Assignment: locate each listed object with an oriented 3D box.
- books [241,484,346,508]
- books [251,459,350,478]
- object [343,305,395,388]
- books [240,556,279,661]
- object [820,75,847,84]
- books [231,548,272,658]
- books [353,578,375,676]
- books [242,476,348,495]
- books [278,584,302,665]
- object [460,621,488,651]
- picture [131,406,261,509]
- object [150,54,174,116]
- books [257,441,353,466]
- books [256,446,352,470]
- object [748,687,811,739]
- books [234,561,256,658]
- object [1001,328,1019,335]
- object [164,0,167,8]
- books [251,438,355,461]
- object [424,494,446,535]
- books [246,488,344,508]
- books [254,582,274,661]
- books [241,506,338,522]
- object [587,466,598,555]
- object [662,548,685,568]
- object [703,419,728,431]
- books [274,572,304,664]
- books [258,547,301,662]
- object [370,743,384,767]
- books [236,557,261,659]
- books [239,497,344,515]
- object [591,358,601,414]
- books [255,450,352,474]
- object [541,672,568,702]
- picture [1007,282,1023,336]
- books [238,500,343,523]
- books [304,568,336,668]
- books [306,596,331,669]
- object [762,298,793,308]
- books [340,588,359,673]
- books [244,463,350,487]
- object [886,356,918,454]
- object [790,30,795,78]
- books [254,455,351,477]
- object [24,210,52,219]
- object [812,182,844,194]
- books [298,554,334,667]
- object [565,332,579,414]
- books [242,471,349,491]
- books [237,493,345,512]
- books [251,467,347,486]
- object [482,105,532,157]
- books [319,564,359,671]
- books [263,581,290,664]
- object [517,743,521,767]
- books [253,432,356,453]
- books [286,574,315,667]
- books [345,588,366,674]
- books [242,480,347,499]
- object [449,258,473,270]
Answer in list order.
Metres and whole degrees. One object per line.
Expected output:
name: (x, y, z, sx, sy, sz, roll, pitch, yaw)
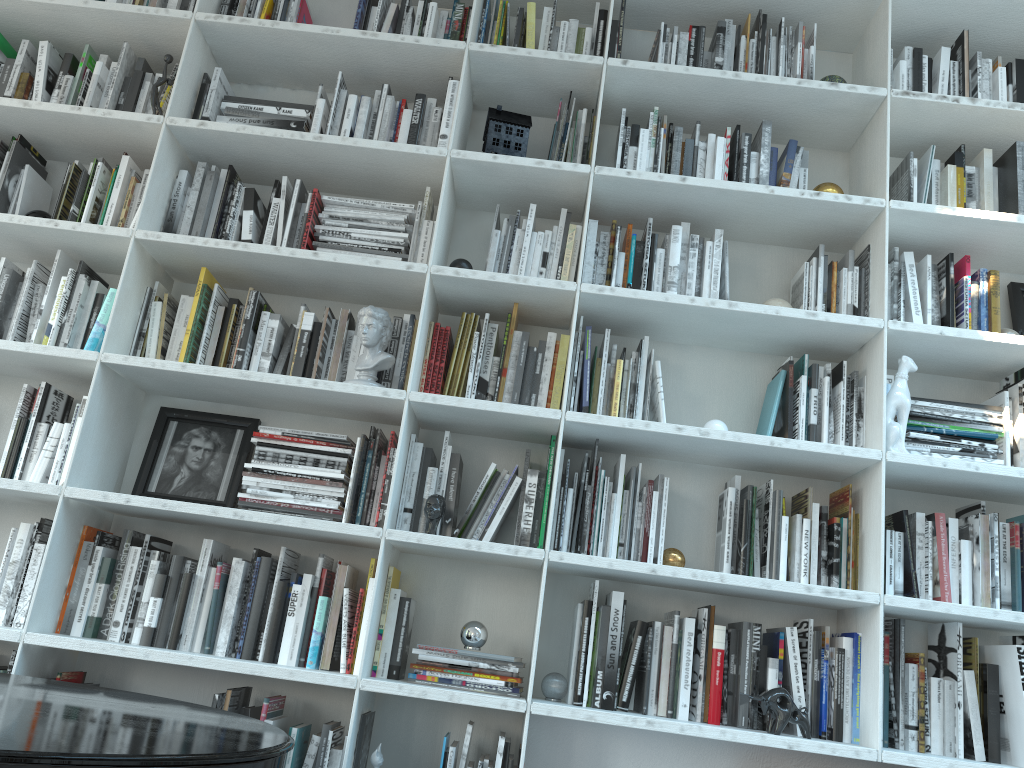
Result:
books: (-0.599, 0.321, 2.498, 0.285, 0.012, 0.160, 7, -17, 2)
books: (-0.589, 0.251, 2.511, 0.254, 0.012, 0.161, 6, -17, 5)
object: (-0.391, -0.090, 2.469, 0.137, 0.243, 0.138, 18, -19, -31)
books: (-0.669, 0.608, 2.395, 0.028, 0.263, 0.162, 7, -16, 2)
object: (0.989, -0.903, 2.749, 0.104, 0.105, 0.104, 21, -21, -37)
books: (-0.710, 0.599, 2.423, 0.014, 0.285, 0.135, 7, -16, 2)
books: (-0.373, 0.652, 2.374, 0.033, 0.245, 0.177, 7, -16, 2)
books: (-0.596, 0.297, 2.500, 0.285, 0.012, 0.160, 7, -17, 4)
books: (-0.577, 0.649, 2.384, 0.023, 0.203, 0.168, 7, -16, 2)
object: (-0.098, 0.648, 2.289, 0.072, 0.072, 0.071, 21, -21, -37)
picture: (-0.915, 0.223, 2.575, 0.300, 0.299, 0.078, 7, -16, 2)
object: (-1.062, -0.890, 2.700, 0.075, 0.254, 0.075, 13, -17, -18)
books: (-0.583, 0.204, 2.523, 0.254, 0.012, 0.161, 8, -17, -2)
books: (-0.584, 0.216, 2.522, 0.254, 0.012, 0.161, 8, -17, -1)
object: (0.657, 0.802, 2.172, 0.160, 0.113, 0.065, 11, -17, -10)
books: (-0.699, 0.616, 2.411, 0.011, 0.251, 0.159, 7, -16, 2)
object: (1.434, -0.116, 2.581, 0.092, 0.092, 0.091, 21, -21, -37)
object: (-1.118, -1.206, 2.943, 0.010, 0.246, 0.157, 7, -16, 2)
books: (-0.581, 0.194, 2.531, 0.285, 0.012, 0.160, 7, -17, 4)
object: (-0.204, 0.343, 2.316, 0.054, 0.113, 0.079, 8, -16, 1)
books: (-0.600, 0.329, 2.484, 0.254, 0.012, 0.161, 9, -17, -3)
books: (-0.649, 0.645, 2.400, 0.021, 0.202, 0.128, 7, -16, 2)
books: (-0.607, 0.376, 2.477, 0.254, 0.012, 0.161, 7, -17, 4)
object: (0.219, 0.373, 2.493, 0.007, 0.265, 0.135, 7, -16, 2)
object: (0.437, 0.485, 2.424, 0.072, 0.072, 0.071, 21, -21, -37)
object: (0.571, 0.135, 2.489, 0.072, 0.072, 0.071, 21, -21, -37)
books: (-0.594, 0.635, 2.400, 0.014, 0.234, 0.154, 7, -16, 2)
books: (-0.627, 0.599, 2.402, 0.012, 0.295, 0.178, 7, -16, 2)
object: (-0.345, 0.990, 2.151, 0.053, 0.224, 0.046, 4, -17, 14)
books: (-0.688, 0.609, 2.402, 0.010, 0.260, 0.182, 7, -16, 2)
books: (-0.603, 0.354, 2.486, 0.285, 0.012, 0.160, 7, -17, 1)
object: (0.236, 0.044, 2.572, 0.013, 0.207, 0.140, 7, -16, 2)
books: (-0.586, 0.227, 2.516, 0.254, 0.012, 0.161, 8, -17, -2)
object: (0.112, 0.795, 2.329, 0.072, 0.072, 0.071, 21, -21, -37)
picture: (1.675, -0.161, 2.685, 0.300, 0.299, 0.078, 7, -16, 2)
books: (-0.605, 0.363, 2.474, 0.285, 0.012, 0.160, 9, -17, -3)
books: (-0.518, 0.637, 2.407, 0.014, 0.255, 0.145, 7, -16, 2)
books: (-0.505, 0.667, 2.373, 0.023, 0.182, 0.169, 7, -16, 2)
object: (0.783, -0.198, 2.635, 0.112, 0.112, 0.112, 14, -17, -19)
books: (-0.434, 0.662, 2.376, 0.042, 0.211, 0.169, 7, -16, 2)
books: (-0.591, 0.261, 2.503, 0.285, 0.012, 0.160, 6, -17, 7)
object: (1.042, 0.060, 2.393, 0.087, 0.287, 0.075, -4, -20, 36)
object: (0.889, -0.980, 2.874, 0.006, 0.297, 0.130, 7, -16, 2)
books: (-0.588, 0.240, 2.515, 0.254, 0.012, 0.161, 8, -17, -1)
object: (-1.433, -0.477, 2.686, 0.097, 0.098, 0.097, 21, -21, -37)
object: (0.942, -0.551, 2.653, 0.100, 0.101, 0.101, 14, -17, -19)
books: (-0.530, 0.615, 2.406, 0.014, 0.293, 0.138, 7, -16, 2)
object: (0.169, 0.004, 2.600, 0.013, 0.282, 0.135, 7, -16, 2)
books: (-0.594, 0.284, 2.497, 0.285, 0.012, 0.160, 6, -17, 7)
books: (-0.602, 0.340, 2.480, 0.285, 0.012, 0.160, 6, -17, 7)
books: (-0.592, 0.273, 2.501, 0.254, 0.012, 0.161, 9, -17, -3)
object: (-0.021, -0.738, 2.724, 0.135, 0.247, 0.136, 10, -16, -7)
books: (-0.464, 0.632, 2.396, 0.026, 0.271, 0.175, 7, -16, 2)
books: (-0.614, 0.643, 2.387, 0.024, 0.206, 0.183, 7, -16, 2)
object: (0.008, 1.034, 2.197, 0.011, 0.259, 0.142, 7, -16, 2)
books: (-0.580, 0.180, 2.527, 0.285, 0.012, 0.160, 9, -17, -3)
books: (-0.552, 0.637, 2.387, 0.023, 0.234, 0.175, 7, -16, 2)
books: (-0.407, 0.663, 2.376, 0.011, 0.216, 0.166, 7, -16, 2)
books: (-0.597, 0.309, 2.499, 0.285, 0.012, 0.160, 7, -17, 3)
object: (-0.149, -0.328, 2.575, 0.072, 0.072, 0.071, 21, -21, -37)
